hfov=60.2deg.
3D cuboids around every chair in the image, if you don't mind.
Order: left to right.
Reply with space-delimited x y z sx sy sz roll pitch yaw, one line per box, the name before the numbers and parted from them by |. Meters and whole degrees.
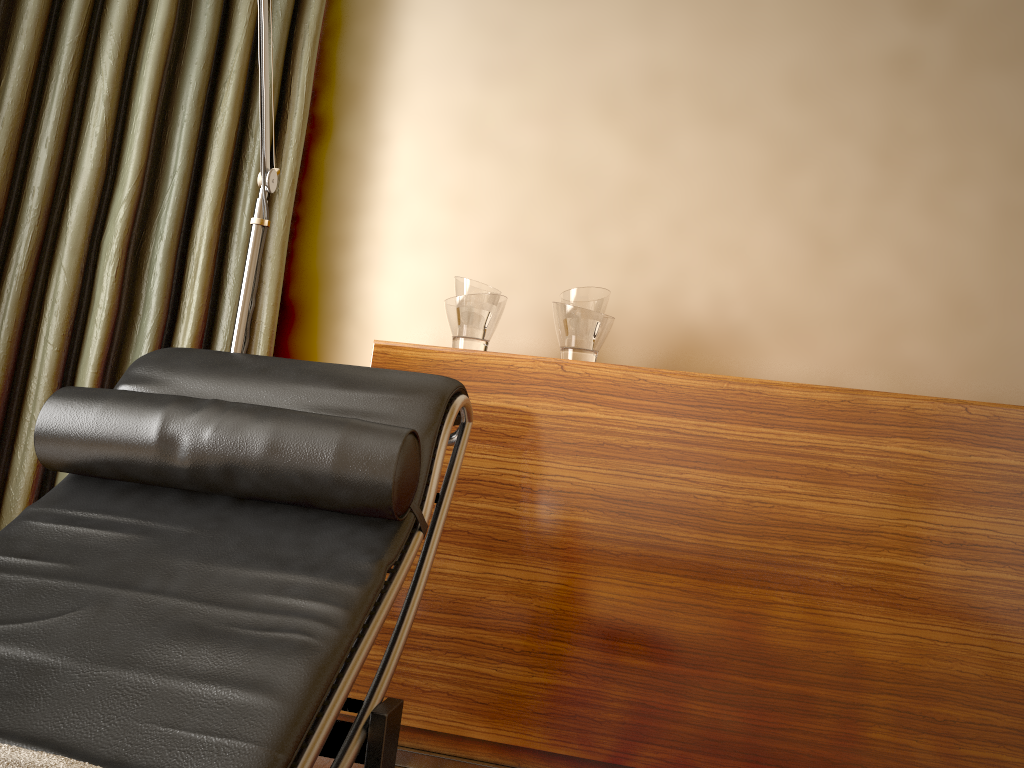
chair | -0.528 0.287 0.785 0.636 0.807 1.766 6 -5 10

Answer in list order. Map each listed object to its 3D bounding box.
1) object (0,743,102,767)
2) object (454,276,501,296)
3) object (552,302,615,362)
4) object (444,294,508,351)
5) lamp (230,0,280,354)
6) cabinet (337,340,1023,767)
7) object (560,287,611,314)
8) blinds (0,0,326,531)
object | -0.647 0.386 0.251 0.918 0.527 0.897 6 -6 10
object | -0.093 -0.183 2.182 0.122 0.152 0.121 8 -7 -8
object | 0.166 -0.117 2.127 0.155 0.156 0.154 7 -7 1
object | -0.097 -0.145 2.176 0.154 0.156 0.155 11 -8 -33
lamp | -0.496 -0.234 1.159 0.452 1.993 1.395 5 -8 14
cabinet | 0.483 0.434 2.020 1.676 0.874 0.410 6 -8 10
object | 0.170 -0.155 2.133 0.122 0.152 0.121 8 -7 -10
blinds | -1.225 -0.569 1.997 1.518 2.485 0.223 12 -10 -34
